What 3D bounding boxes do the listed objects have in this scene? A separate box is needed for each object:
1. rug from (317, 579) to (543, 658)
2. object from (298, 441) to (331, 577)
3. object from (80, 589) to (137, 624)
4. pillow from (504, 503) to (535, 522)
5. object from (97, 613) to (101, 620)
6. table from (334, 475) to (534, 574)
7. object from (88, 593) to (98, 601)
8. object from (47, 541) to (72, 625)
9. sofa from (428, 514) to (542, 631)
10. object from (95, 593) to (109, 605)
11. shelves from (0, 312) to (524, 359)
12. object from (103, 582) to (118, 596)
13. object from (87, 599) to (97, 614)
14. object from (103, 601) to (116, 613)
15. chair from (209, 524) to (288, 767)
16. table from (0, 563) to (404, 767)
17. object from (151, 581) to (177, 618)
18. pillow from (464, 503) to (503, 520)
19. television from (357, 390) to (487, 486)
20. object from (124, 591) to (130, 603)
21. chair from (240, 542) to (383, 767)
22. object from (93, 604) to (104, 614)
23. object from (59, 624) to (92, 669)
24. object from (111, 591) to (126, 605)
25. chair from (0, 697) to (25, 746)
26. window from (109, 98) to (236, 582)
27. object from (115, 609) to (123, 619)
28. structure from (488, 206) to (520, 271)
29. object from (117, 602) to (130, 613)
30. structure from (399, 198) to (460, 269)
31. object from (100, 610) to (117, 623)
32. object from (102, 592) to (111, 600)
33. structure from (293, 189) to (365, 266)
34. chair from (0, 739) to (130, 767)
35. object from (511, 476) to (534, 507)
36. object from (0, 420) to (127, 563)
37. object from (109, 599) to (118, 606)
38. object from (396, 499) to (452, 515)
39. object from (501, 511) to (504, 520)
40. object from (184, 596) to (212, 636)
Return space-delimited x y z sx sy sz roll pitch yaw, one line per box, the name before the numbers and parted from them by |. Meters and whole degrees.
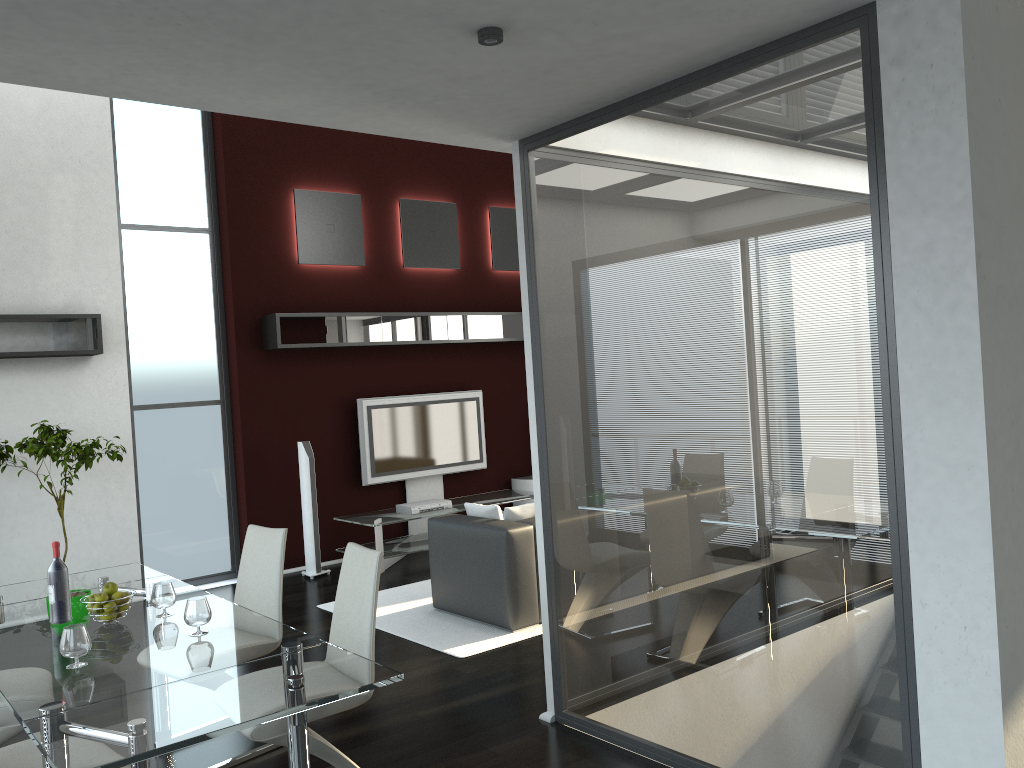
rug | 0.557 1.518 7.015 3.695 0.009 1.875 -4 1 -39
object | -1.755 1.067 7.675 0.215 1.141 0.228 -3 1 36
object | -1.595 0.891 3.514 0.206 0.105 0.206 -4 0 6
pillow | 0.088 0.989 6.051 0.376 0.361 0.169 -4 1 -37
object | -1.624 0.915 3.527 0.048 0.048 0.048 -4 1 -28
table | -0.625 1.038 8.467 2.046 1.093 0.771 -4 1 -39
object | -1.659 0.858 3.530 0.047 0.048 0.047 -4 0 14
object | -1.830 0.799 3.579 0.082 0.326 0.082 -4 0 -18
sofa | 0.758 1.165 6.754 2.781 0.652 0.943 -4 1 -39
object | -1.597 0.837 3.453 0.047 0.045 0.047 -4 1 -38
shelves | -2.023 -0.455 7.747 6.988 0.301 0.305 -4 1 -39
object | -1.591 0.812 3.513 0.055 0.056 0.055 -4 1 -39
object | -1.641 0.875 3.490 0.058 0.058 0.058 -3 0 18
object | -1.570 0.869 3.462 0.047 0.045 0.047 -4 1 -35
chair | -1.335 1.181 4.084 0.471 0.959 0.612 -3 1 41
table | -1.519 1.310 3.448 0.940 0.731 2.720 -4 1 -39
object | -1.408 0.870 3.586 0.098 0.132 0.098 -4 0 -19
pillow | -0.157 1.005 6.198 0.186 0.358 0.376 -4 1 -38
television | -0.847 0.503 8.657 1.436 0.807 0.099 -4 1 -39
object | -1.562 0.858 3.556 0.054 0.048 0.055 -3 1 45
chair | -0.797 1.153 3.435 0.612 0.959 0.471 -4 1 -34
object | -1.614 0.875 3.458 0.039 0.040 0.040 -3 1 43
object | -1.462 0.878 2.971 0.098 0.132 0.098 -4 0 -19
object | -1.553 0.845 3.502 0.050 0.054 0.055 -3 1 21
chair | -2.172 1.239 3.528 0.612 0.959 0.471 -4 1 -29
window | -2.888 -0.519 7.541 0.800 4.400 0.025 -4 1 -39
object | -1.572 0.917 3.535 0.038 0.038 0.038 -4 1 -35
structure | 0.031 -1.558 9.605 0.678 0.676 0.055 -4 1 -39
object | -1.542 0.886 3.519 0.045 0.042 0.045 -4 1 -44
structure | -0.831 -1.498 8.911 0.678 0.676 0.055 -4 1 -39
object | -1.586 0.908 3.486 0.061 0.056 0.059 -4 0 6
object | -1.619 0.843 3.541 0.040 0.043 0.044 -4 1 -24
structure | -1.692 -1.438 8.217 0.678 0.676 0.055 -4 1 -39
chair | -1.575 1.207 2.782 0.612 0.959 0.471 -4 1 -44
object | 0.211 1.254 9.378 0.286 0.518 0.323 -4 1 -39
object | -3.232 1.009 6.239 0.646 1.515 0.994 -3 1 43
object | -1.607 0.876 3.565 0.054 0.055 0.053 -3 0 16
object | -0.811 1.132 8.185 0.439 0.073 0.273 -4 1 -39
object | -0.177 1.360 8.834 0.449 0.106 0.412 -4 1 -39
object | -1.160 0.857 3.275 0.098 0.132 0.098 -4 0 -19
